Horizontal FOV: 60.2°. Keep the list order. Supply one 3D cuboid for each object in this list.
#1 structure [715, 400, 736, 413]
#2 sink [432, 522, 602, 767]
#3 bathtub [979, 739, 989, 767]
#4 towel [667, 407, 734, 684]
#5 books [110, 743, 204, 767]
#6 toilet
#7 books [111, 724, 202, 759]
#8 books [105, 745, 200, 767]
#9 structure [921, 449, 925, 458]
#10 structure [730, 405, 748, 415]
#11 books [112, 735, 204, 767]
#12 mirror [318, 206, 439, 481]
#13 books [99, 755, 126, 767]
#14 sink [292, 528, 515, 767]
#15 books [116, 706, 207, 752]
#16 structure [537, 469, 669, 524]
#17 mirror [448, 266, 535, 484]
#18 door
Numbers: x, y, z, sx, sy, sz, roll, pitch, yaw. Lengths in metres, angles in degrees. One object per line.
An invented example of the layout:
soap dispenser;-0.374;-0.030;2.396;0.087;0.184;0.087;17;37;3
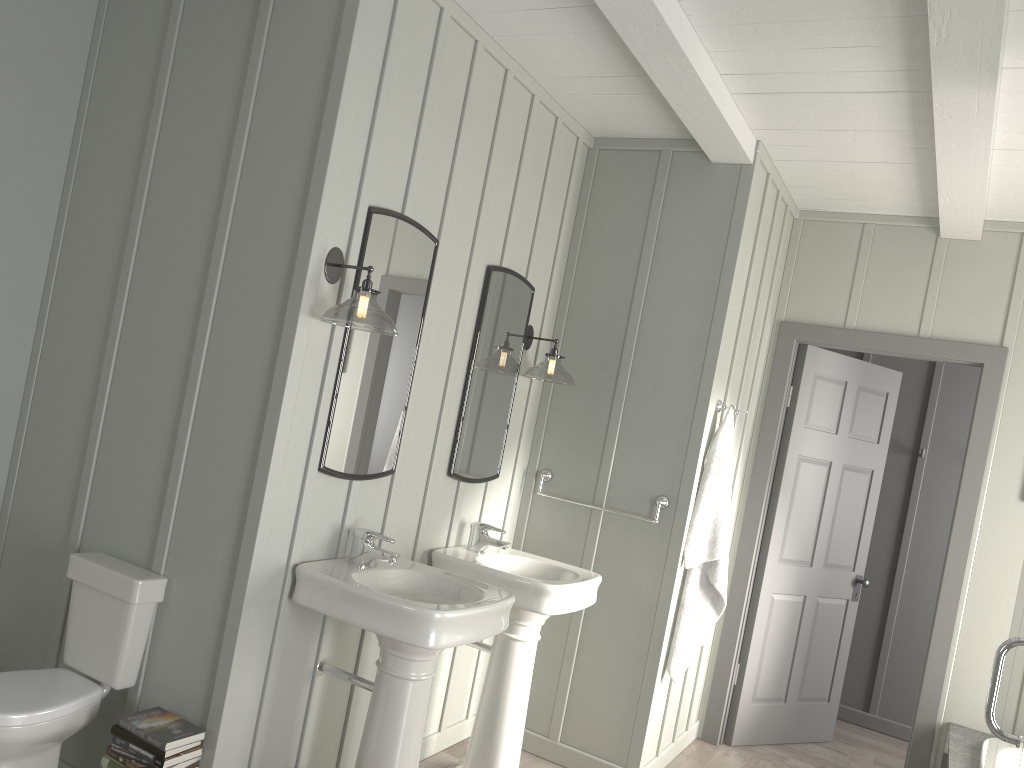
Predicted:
structure;0.928;0.102;3.829;0.082;0.056;0.055;10;-1;29
sink;-0.038;1.090;3.481;0.583;1.013;0.553;11;0;28
bathtub;2.192;1.625;3.026;1.079;0.490;1.516;10;-2;28
towel;0.870;0.699;3.807;0.166;1.204;0.309;11;0;33
books;-1.012;1.050;2.524;0.211;0.025;0.147;10;-2;18
toilet;-1.372;0.923;2.562;0.341;0.787;0.510;11;-1;28
books;-1.010;1.000;2.516;0.213;0.024;0.146;10;-2;25
books;-1.025;1.071;2.519;0.240;0.024;0.144;10;-2;34
structure;2.483;0.420;5.338;0.020;0.051;0.132;11;-1;27
structure;1.038;0.130;4.048;0.082;0.056;0.055;10;-1;29
books;-1.006;1.026;2.511;0.213;0.024;0.145;10;-2;28
mirror;-0.426;-0.116;2.904;0.015;0.884;0.412;11;0;27
books;-1.028;1.099;2.519;0.242;0.032;0.165;10;-2;29
sink;-0.389;1.002;2.780;0.583;1.013;0.553;11;0;28
books;-0.996;0.978;2.510;0.213;0.024;0.145;10;-2;30
structure;0.381;0.490;3.870;0.619;0.123;0.053;10;-1;29
mirror;-0.073;-0.027;3.610;0.015;0.884;0.412;11;0;27
door;-0.010;0.445;1.784;4.383;2.196;7.559;10;-2;28
